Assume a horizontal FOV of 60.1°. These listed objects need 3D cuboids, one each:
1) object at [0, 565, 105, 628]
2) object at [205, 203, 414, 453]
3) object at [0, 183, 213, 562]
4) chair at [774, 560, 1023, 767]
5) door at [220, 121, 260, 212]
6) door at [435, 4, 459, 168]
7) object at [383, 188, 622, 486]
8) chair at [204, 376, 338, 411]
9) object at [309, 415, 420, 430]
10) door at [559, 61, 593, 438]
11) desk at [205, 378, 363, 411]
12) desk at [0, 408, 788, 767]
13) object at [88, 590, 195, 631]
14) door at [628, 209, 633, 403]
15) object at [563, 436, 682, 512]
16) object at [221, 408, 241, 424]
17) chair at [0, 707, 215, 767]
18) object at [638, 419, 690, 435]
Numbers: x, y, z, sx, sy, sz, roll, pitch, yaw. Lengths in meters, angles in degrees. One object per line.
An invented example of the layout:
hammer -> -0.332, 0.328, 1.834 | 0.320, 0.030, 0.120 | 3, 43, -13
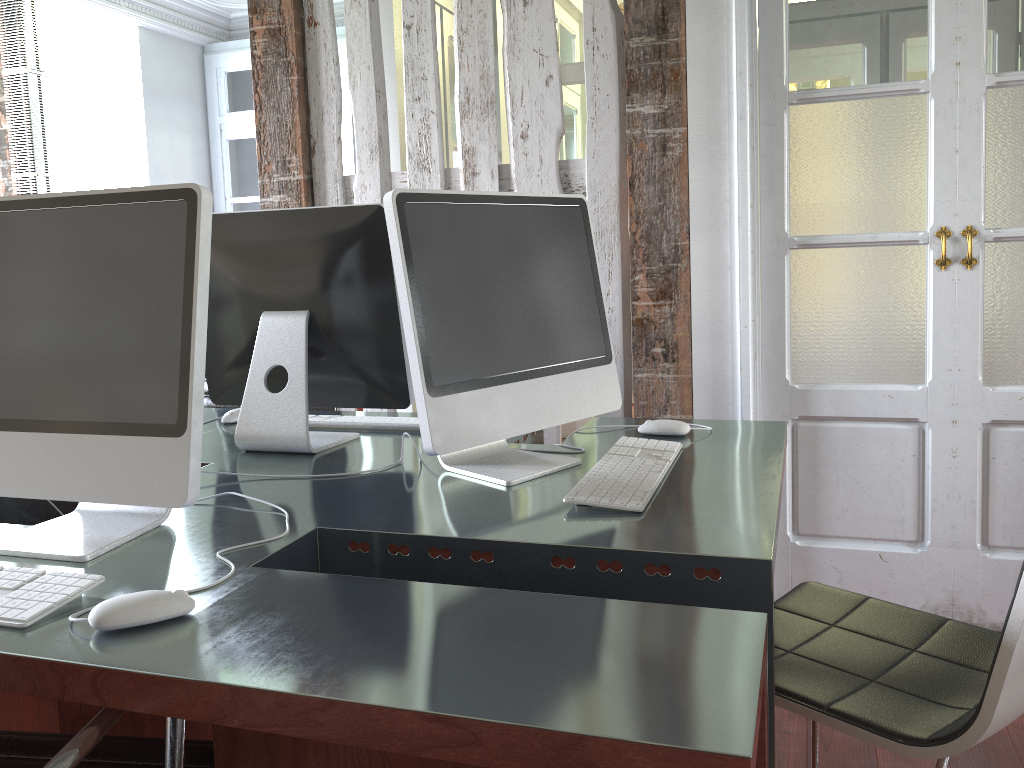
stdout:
object -> -0.705, 0.240, 1.062 | 0.439, 0.017, 0.119 | 1, 9, 18
object -> -0.457, -0.114, 1.811 | 0.483, 0.482, 0.190 | 0, 6, 18
object -> -0.619, -0.024, 1.242 | 0.483, 0.482, 0.190 | 0, 6, 18
chair -> 0.609, 0.433, 1.351 | 0.477, 0.914, 0.603 | -7, 8, -41
door -> -1.702, -0.917, 6.755 | 1.160, 2.170, 0.041 | 0, 6, 19
door -> -0.282, -0.547, 3.891 | 0.041, 2.168, 1.063 | 0, 6, 18
object -> -0.013, -0.093, 1.556 | 0.190, 0.482, 0.486 | 3, 9, 43
chair -> -0.820, 0.257, 2.545 | 0.665, 1.017, 0.703 | -1, 6, 13
object -> -0.354, 0.085, 2.034 | 0.439, 0.017, 0.119 | 1, 9, 18
door -> 0.339, -0.826, 5.623 | 0.482, 2.170, 1.194 | -3, 6, -7
desk -> -1.590, 0.079, 5.156 | 1.445, 0.650, 1.723 | 0, 8, 18
desk -> -0.793, 0.524, 1.701 | 2.507, 0.724, 1.308 | 1, 8, 18
object -> -0.396, 0.239, 0.950 | 0.106, 0.028, 0.059 | -5, 8, -20
door -> 1.186, -0.960, 6.103 | 0.868, 2.207, 0.146 | 0, 6, 19
object -> 0.199, 0.143, 1.490 | 0.118, 0.017, 0.442 | 1, 9, 18
object -> -0.663, 0.074, 2.144 | 0.059, 0.028, 0.107 | 0, 9, 17
chair -> -0.689, 0.494, 0.915 | 0.665, 1.017, 0.703 | -1, 7, 14
object -> 0.308, 0.087, 1.796 | 0.106, 0.028, 0.059 | 0, 8, 17
